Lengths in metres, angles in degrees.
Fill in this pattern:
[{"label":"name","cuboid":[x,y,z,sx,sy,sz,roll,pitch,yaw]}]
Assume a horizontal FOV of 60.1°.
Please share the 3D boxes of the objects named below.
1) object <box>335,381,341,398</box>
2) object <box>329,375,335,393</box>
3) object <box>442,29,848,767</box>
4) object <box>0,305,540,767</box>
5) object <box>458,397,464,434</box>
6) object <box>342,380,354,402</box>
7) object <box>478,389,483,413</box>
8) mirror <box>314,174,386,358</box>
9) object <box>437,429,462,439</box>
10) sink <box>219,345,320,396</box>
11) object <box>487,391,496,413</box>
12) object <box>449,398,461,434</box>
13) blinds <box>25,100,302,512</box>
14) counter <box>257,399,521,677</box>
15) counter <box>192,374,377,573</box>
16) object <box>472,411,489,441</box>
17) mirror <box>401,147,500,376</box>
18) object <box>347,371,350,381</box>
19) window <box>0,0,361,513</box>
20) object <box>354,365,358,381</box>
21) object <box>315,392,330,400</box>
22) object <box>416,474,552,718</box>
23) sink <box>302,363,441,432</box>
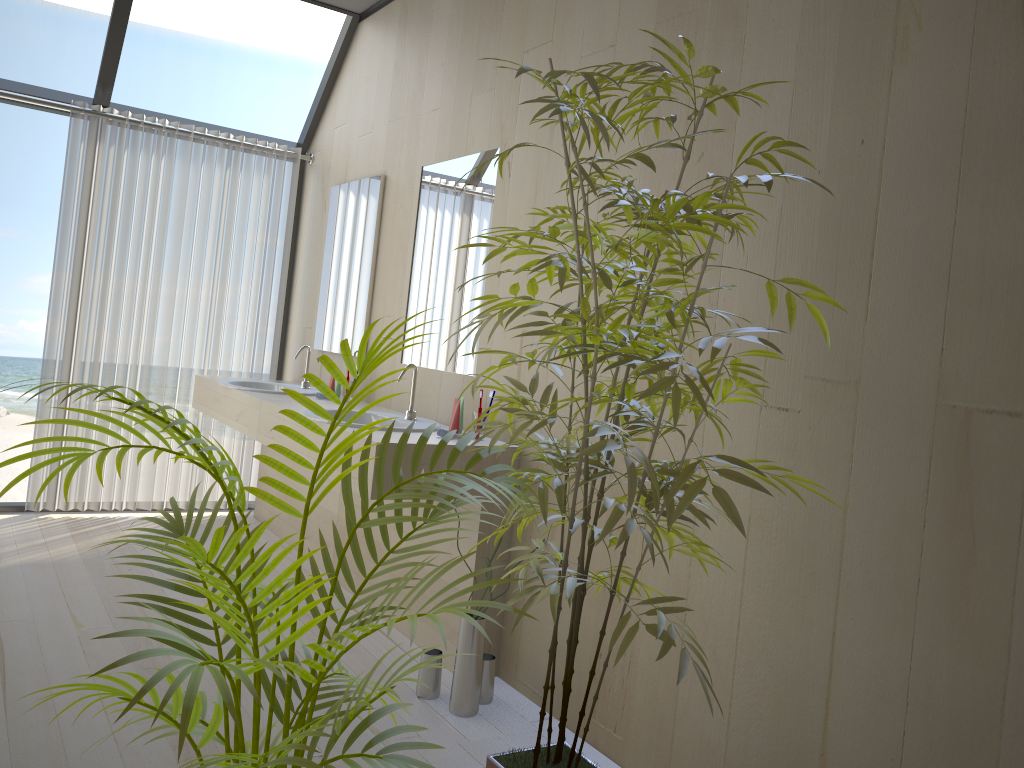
[{"label":"object","cuboid":[-0.833,-0.001,4.241,0.039,0.135,0.038,6,-1,16]},{"label":"object","cuboid":[-0.840,0.004,4.128,0.039,0.135,0.038,6,-1,16]},{"label":"object","cuboid":[0.209,0.188,1.830,0.786,1.758,0.936,6,0,-7]},{"label":"object","cuboid":[-0.428,0.429,1.392,0.916,1.158,0.751,6,0,1]},{"label":"object","cuboid":[-0.192,0.114,3.222,0.039,0.135,0.039,6,-1,9]},{"label":"object","cuboid":[-0.755,0.033,4.078,0.058,0.100,0.058,6,0,-26]},{"label":"object","cuboid":[-0.112,0.106,3.029,0.012,0.178,0.050,6,-1,7]},{"label":"mirror","cuboid":[-0.827,-0.588,4.450,0.023,0.869,0.655,7,0,-33]},{"label":"object","cuboid":[-0.204,0.171,3.027,0.104,0.029,0.032,6,1,8]},{"label":"sink","cuboid":[-1.165,0.005,4.328,0.502,0.419,0.575,5,2,-29]},{"label":"object","cuboid":[-0.093,0.108,3.060,0.054,0.175,0.012,6,-1,-7]},{"label":"object","cuboid":[-0.198,0.119,3.108,0.039,0.135,0.039,6,-1,9]},{"label":"blinds","cuboid":[-1.827,-0.359,4.749,1.179,2.072,0.084,6,-1,-32]},{"label":"counter","cuboid":[-0.545,0.533,3.356,0.549,0.791,1.209,6,1,-32]},{"label":"counter","cuboid":[-1.187,0.418,4.376,0.549,0.791,1.209,6,1,-32]},{"label":"object","cuboid":[-0.113,0.148,3.058,0.058,0.100,0.059,6,0,-22]},{"label":"mirror","cuboid":[-0.252,-0.487,3.588,0.023,0.869,0.655,7,0,-33]},{"label":"object","cuboid":[-0.754,-0.009,4.049,0.012,0.178,0.050,6,-1,7]},{"label":"window","cuboid":[-3.048,-0.787,3.726,4.548,2.815,0.747,5,0,-32]},{"label":"object","cuboid":[-0.735,-0.007,4.080,0.054,0.175,0.012,6,-1,-7]},{"label":"object","cuboid":[-0.846,0.056,4.046,0.104,0.029,0.032,6,1,8]},{"label":"object","cuboid":[-0.058,0.627,2.794,0.405,0.749,0.274,6,0,-45]},{"label":"sink","cuboid":[-0.523,0.120,3.308,0.502,0.419,0.575,5,2,-29]}]
